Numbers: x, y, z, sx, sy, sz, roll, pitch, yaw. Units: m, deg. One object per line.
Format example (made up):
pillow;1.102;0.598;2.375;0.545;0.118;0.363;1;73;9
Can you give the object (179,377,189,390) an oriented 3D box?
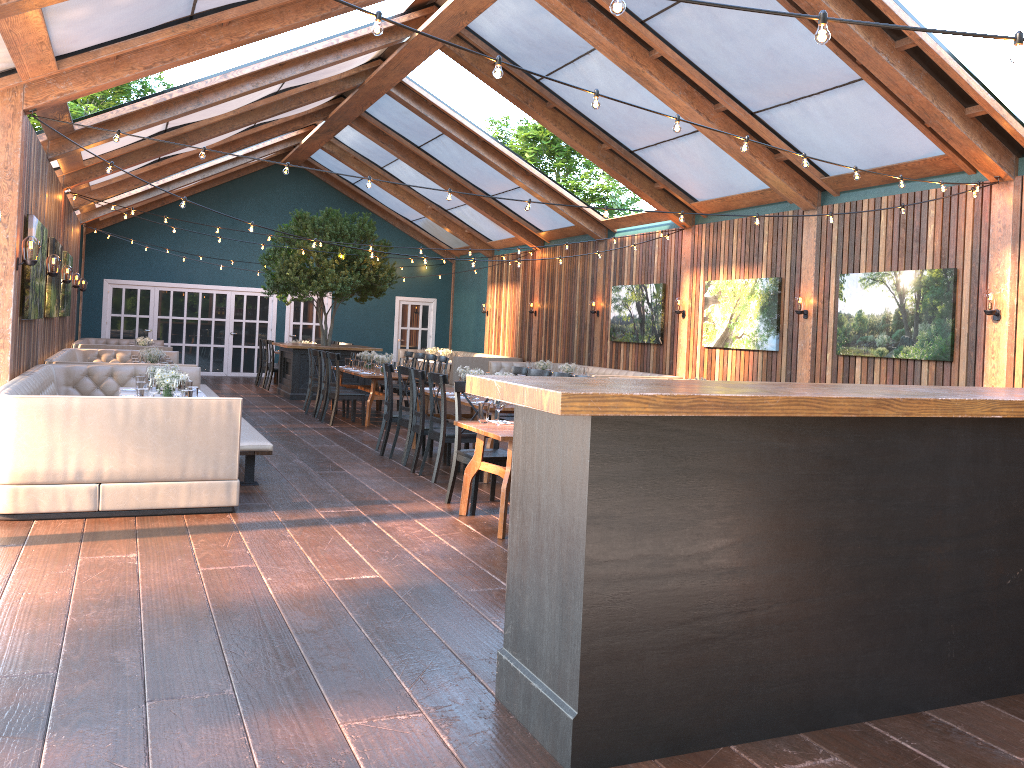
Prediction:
object;-2.878;0.065;7.736;0.092;0.244;0.092;3;0;19

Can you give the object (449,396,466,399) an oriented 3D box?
object;-0.528;0.137;9.243;0.255;0.019;0.158;1;4;-23

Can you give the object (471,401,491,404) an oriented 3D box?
object;-0.264;0.182;8.716;0.255;0.019;0.158;1;4;-23

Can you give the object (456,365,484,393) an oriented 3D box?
object;-0.475;-0.056;10.071;0.329;0.309;0.336;3;2;11

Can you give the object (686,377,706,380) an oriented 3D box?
object;2.359;0.056;11.346;0.329;0.309;0.336;3;2;-2

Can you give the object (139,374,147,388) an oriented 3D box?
object;-3.838;-0.027;9.208;0.091;0.158;0.092;2;1;-37

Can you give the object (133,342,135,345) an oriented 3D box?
object;-8.085;-0.818;18.909;0.091;0.158;0.092;2;1;-37

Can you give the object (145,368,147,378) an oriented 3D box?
object;-3.656;-0.045;8.928;0.092;0.244;0.092;3;0;24

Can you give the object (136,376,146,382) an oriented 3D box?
object;-3.712;0.002;8.833;0.091;0.158;0.092;2;1;-37

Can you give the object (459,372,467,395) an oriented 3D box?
object;-0.536;-0.002;9.708;0.092;0.244;0.092;3;0;19

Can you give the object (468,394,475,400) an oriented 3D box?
object;-0.416;0.080;9.118;0.092;0.158;0.092;3;1;3

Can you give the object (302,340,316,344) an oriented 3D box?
object;-4.345;-0.778;18.924;0.329;0.309;0.337;2;2;-9

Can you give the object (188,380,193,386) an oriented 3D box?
object;-3.126;0.048;8.518;0.091;0.158;0.092;2;1;-37

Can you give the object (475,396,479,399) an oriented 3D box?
object;-0.360;0.034;9.213;0.092;0.244;0.092;3;0;19

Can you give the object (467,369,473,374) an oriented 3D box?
object;-0.503;-0.052;10.523;0.092;0.244;0.092;3;0;24

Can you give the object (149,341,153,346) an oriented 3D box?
object;-7.138;-0.728;17.445;0.092;0.244;0.092;3;0;24

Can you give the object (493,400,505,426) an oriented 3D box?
object;-0.102;0.193;6.811;0.092;0.244;0.092;3;0;19

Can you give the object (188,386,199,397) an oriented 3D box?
object;-2.825;0.104;7.831;0.091;0.158;0.092;2;1;-37

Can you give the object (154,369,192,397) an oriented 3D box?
object;-3.073;0.012;7.923;0.337;0.309;0.328;4;2;41

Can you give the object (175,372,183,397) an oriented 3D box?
object;-3.179;0.009;8.424;0.092;0.244;0.092;3;0;19

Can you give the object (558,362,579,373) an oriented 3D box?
object;0.938;-0.210;14.618;0.336;0.309;0.329;2;2;-7

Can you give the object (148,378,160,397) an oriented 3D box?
object;-3.030;0.073;7.488;0.092;0.244;0.092;3;0;19

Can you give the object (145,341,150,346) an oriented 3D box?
object;-7.097;-0.711;17.203;0.092;0.244;0.092;3;0;24

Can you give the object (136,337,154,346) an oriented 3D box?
object;-7.375;-0.789;17.737;0.336;0.309;0.329;3;2;18

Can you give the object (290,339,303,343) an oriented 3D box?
object;-4.821;-0.856;19.842;0.328;0.309;0.337;2;2;-26

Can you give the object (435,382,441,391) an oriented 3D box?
object;-0.838;-0.002;10.147;0.092;0.158;0.092;3;1;23

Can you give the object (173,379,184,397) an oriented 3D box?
object;-2.832;0.081;7.505;0.092;0.244;0.092;3;0;19

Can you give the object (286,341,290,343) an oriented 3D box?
object;-5.055;-0.842;19.969;0.092;0.244;0.092;3;0;19

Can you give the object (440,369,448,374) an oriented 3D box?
object;-0.789;-0.050;10.258;0.092;0.244;0.092;3;0;24

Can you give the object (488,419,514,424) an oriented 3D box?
object;-0.075;0.297;6.972;0.157;0.019;0.255;1;4;-23

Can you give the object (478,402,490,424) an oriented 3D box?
object;-0.219;0.226;6.878;0.092;0.158;0.092;3;1;3

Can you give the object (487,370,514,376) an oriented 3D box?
object;-0.099;0.021;9.088;0.337;0.309;0.329;4;2;33

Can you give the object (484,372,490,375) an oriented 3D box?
object;-0.286;-0.009;9.975;0.092;0.244;0.092;3;0;19

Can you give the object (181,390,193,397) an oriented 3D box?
object;-2.739;0.131;7.451;0.091;0.158;0.092;2;1;-37

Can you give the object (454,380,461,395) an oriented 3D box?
object;-0.592;0.044;9.613;0.092;0.158;0.092;3;1;3

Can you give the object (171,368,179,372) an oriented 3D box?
object;-3.500;-0.051;9.157;0.092;0.244;0.092;3;0;24

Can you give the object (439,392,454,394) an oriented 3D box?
object;-0.704;0.101;9.739;0.255;0.019;0.158;1;4;-23

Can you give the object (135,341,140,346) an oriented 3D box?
object;-7.276;-0.719;17.202;0.092;0.244;0.092;3;0;24

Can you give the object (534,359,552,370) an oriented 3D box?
object;0.552;-0.282;15.497;0.336;0.309;0.329;2;2;-12

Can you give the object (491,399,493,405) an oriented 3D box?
object;-0.166;0.124;8.594;0.092;0.158;0.092;3;1;3

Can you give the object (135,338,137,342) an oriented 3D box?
object;-7.901;-0.836;18.643;0.092;0.244;0.092;3;0;19

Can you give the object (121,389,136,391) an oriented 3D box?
object;-3.824;0.058;8.958;0.255;0.019;0.158;1;4;-23

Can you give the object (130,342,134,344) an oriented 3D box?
object;-7.961;-0.789;18.523;0.091;0.158;0.092;2;1;-37

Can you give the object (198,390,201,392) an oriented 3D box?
object;-3.342;0.071;9.125;0.255;0.019;0.158;1;4;-23

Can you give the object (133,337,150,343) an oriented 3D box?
object;-7.722;-0.851;18.494;0.329;0.309;0.336;4;2;31

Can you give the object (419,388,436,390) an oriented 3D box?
object;-0.955;0.054;10.282;0.255;0.019;0.158;1;4;-23

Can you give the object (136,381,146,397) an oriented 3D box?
object;-3.409;0.059;8.121;0.091;0.158;0.092;2;1;-37

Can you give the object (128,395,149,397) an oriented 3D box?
object;-3.521;0.116;8.247;0.255;0.019;0.158;1;4;-23

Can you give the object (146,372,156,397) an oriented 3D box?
object;-3.353;0.013;8.216;0.092;0.244;0.092;3;0;19

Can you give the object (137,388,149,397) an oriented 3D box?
object;-3.086;0.119;7.393;0.091;0.158;0.092;2;1;-37

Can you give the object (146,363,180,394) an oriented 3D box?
object;-3.474;-0.060;8.788;0.329;0.309;0.336;3;2;-2
